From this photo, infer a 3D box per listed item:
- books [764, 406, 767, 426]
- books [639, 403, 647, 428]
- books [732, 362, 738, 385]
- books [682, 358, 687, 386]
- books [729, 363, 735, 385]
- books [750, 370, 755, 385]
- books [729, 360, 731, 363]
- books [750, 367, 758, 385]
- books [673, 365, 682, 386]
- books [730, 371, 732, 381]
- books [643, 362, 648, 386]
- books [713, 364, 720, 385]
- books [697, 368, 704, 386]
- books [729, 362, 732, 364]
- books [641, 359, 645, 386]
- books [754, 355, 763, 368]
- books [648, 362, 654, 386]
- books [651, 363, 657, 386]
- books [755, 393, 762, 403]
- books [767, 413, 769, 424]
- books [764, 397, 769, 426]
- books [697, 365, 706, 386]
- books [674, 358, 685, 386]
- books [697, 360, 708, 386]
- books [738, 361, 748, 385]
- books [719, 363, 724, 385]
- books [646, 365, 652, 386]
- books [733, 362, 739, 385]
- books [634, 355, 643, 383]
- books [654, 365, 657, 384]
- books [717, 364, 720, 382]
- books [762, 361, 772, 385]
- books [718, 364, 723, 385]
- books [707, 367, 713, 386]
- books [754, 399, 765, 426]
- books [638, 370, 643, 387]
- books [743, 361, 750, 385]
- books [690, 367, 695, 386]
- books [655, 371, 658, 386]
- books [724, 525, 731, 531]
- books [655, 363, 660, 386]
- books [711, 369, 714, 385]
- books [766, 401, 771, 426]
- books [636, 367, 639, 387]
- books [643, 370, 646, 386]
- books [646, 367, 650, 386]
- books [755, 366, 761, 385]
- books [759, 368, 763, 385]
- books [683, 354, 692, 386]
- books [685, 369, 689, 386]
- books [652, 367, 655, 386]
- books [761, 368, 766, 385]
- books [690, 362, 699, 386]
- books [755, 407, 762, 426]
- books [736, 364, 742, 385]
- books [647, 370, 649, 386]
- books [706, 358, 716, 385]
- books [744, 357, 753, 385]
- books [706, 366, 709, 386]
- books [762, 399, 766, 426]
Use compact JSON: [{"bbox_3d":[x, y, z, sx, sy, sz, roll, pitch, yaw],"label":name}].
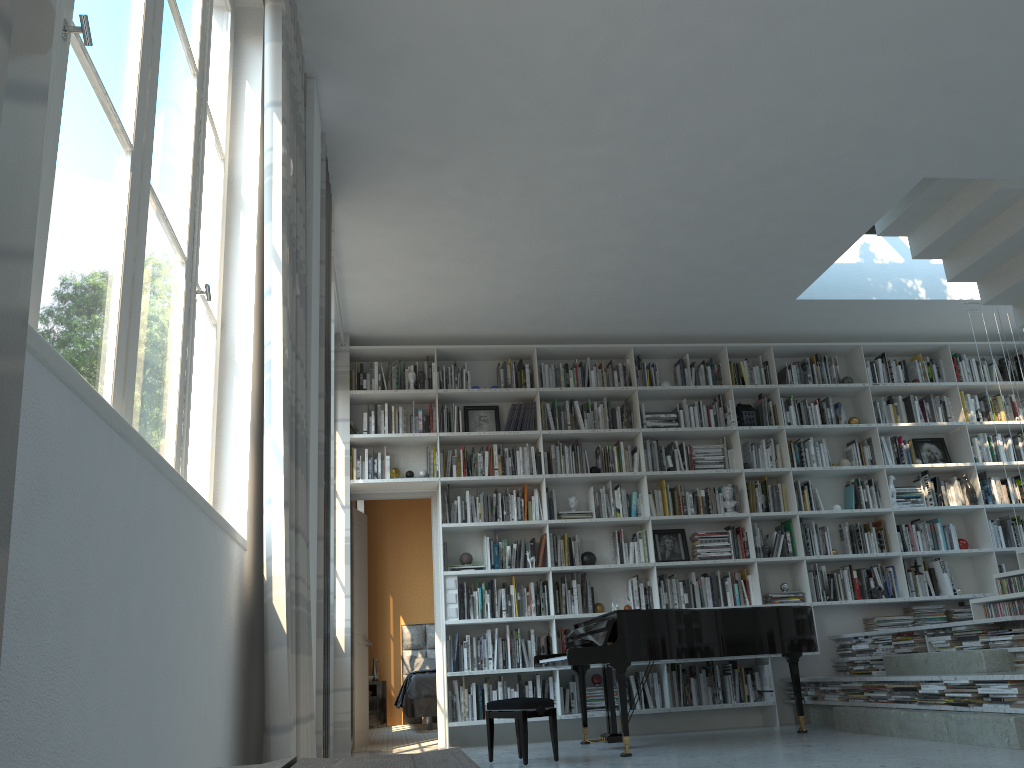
[{"bbox_3d":[2.183,0.319,7.752,0.024,0.216,0.169,-1,-18,-8],"label":"books"},{"bbox_3d":[1.106,0.312,7.583,0.021,0.248,0.192,-1,-18,-8],"label":"books"},{"bbox_3d":[1.946,-0.049,7.830,0.034,0.260,0.158,-1,-18,-8],"label":"books"},{"bbox_3d":[1.490,-0.058,7.776,0.011,0.295,0.158,-1,-18,-8],"label":"books"},{"bbox_3d":[1.916,-0.044,7.806,0.007,0.238,0.192,-1,-18,-8],"label":"books"},{"bbox_3d":[2.099,-0.014,7.833,0.022,0.179,0.173,-1,-18,-8],"label":"books"},{"bbox_3d":[1.924,-0.054,7.839,0.007,0.278,0.150,-1,-18,-8],"label":"books"},{"bbox_3d":[2.122,-0.025,7.841,0.024,0.201,0.181,-1,-18,-8],"label":"books"},{"bbox_3d":[1.455,-0.030,7.772,0.012,0.244,0.151,-1,-18,-8],"label":"books"},{"bbox_3d":[1.903,-0.013,7.821,0.015,0.192,0.160,-1,-18,-8],"label":"books"},{"bbox_3d":[1.148,-0.042,7.713,0.011,0.264,0.164,-1,-18,-8],"label":"books"},{"bbox_3d":[1.780,-0.037,7.809,0.028,0.243,0.161,-1,-18,-8],"label":"books"},{"bbox_3d":[1.632,-0.018,7.775,0.033,0.202,0.167,-1,-18,-8],"label":"books"},{"bbox_3d":[1.920,-0.049,7.824,0.006,0.259,0.166,-1,-18,-8],"label":"books"},{"bbox_3d":[1.124,-0.052,7.728,0.010,0.295,0.153,-1,-18,-8],"label":"books"},{"bbox_3d":[2.210,-0.078,7.898,0.012,0.328,0.129,-1,-18,-8],"label":"books"},{"bbox_3d":[1.201,-0.038,7.733,0.013,0.263,0.147,-1,-18,-8],"label":"books"},{"bbox_3d":[1.226,-0.036,7.729,0.005,0.254,0.168,-1,-18,-8],"label":"books"},{"bbox_3d":[2.174,0.261,7.770,0.025,0.338,0.143,-1,-18,-8],"label":"books"},{"bbox_3d":[2.207,0.321,7.753,0.013,0.210,0.140,-1,-18,-8],"label":"books"},{"bbox_3d":[2.194,0.278,7.744,0.021,0.287,0.180,-1,-18,-8],"label":"books"},{"bbox_3d":[1.658,-0.033,7.789,0.023,0.235,0.154,-1,-18,-8],"label":"books"},{"bbox_3d":[1.468,-0.058,7.765,0.014,0.291,0.176,-1,-18,-8],"label":"books"},{"bbox_3d":[1.676,-0.053,7.782,0.010,0.269,0.180,-1,-18,-8],"label":"books"},{"bbox_3d":[2.020,-0.049,7.833,0.054,0.254,0.191,-1,-18,-8],"label":"books"},{"bbox_3d":[1.831,-0.041,7.826,0.022,0.256,0.137,-1,-18,-8],"label":"books"},{"bbox_3d":[1.187,-0.028,7.735,0.014,0.247,0.140,-1,-18,-8],"label":"books"},{"bbox_3d":[1.966,-0.047,7.840,0.008,0.261,0.142,-1,-18,-8],"label":"books"},{"bbox_3d":[1.110,-0.071,7.739,0.014,0.339,0.145,-1,-18,-8],"label":"books"},{"bbox_3d":[1.232,-0.028,7.747,0.013,0.248,0.148,-1,-18,-8],"label":"books"},{"bbox_3d":[1.799,-0.034,7.822,0.014,0.243,0.145,-1,-18,-8],"label":"books"},{"bbox_3d":[2.237,-0.053,7.859,0.029,0.252,0.187,-1,-18,-8],"label":"books"},{"bbox_3d":[1.814,-0.034,7.814,0.014,0.238,0.153,-1,-18,-8],"label":"books"},{"bbox_3d":[1.707,-0.024,7.769,0.023,0.201,0.194,-1,-18,-8],"label":"books"},{"bbox_3d":[2.156,0.284,7.730,0.021,0.271,0.191,-1,-18,-8],"label":"books"},{"bbox_3d":[1.096,-0.006,7.701,0.026,0.194,0.167,-1,-18,-8],"label":"books"},{"bbox_3d":[2.058,-0.052,7.861,0.030,0.273,0.152,-1,-18,-8],"label":"books"},{"bbox_3d":[1.563,-0.020,7.768,0.050,0.210,0.173,-1,-18,-8],"label":"books"},{"bbox_3d":[1.247,-0.001,7.730,0.010,0.186,0.153,-1,-18,-8],"label":"books"},{"bbox_3d":[1.816,1.338,7.388,0.011,0.298,0.130,-1,-18,-8],"label":"books"},{"bbox_3d":[1.256,-0.036,7.736,0.011,0.255,0.144,-1,-18,-8],"label":"books"},{"bbox_3d":[1.747,-0.013,7.812,0.014,0.203,0.135,-1,-18,-8],"label":"books"},{"bbox_3d":[2.216,0.297,7.751,0.005,0.254,0.159,-1,-18,-8],"label":"books"},{"bbox_3d":[1.069,-0.017,7.715,0.023,0.227,0.157,-1,-18,-8],"label":"books"},{"bbox_3d":[1.135,-0.005,7.728,0.011,0.204,0.146,-1,-18,-8],"label":"books"},{"bbox_3d":[1.176,-0.017,7.743,0.006,0.232,0.136,-1,-18,-8],"label":"books"},{"bbox_3d":[2.149,-0.032,7.843,0.031,0.212,0.170,-1,-18,-8],"label":"books"},{"bbox_3d":[2.174,-0.021,7.864,0.025,0.203,0.163,-1,-18,-8],"label":"books"},{"bbox_3d":[1.531,-0.079,7.777,0.010,0.330,0.187,-1,-18,-8],"label":"books"},{"bbox_3d":[1.511,-0.013,7.777,0.031,0.208,0.147,-1,-18,-8],"label":"books"},{"bbox_3d":[1.216,-0.018,7.724,0.016,0.218,0.144,-1,-18,-8],"label":"books"},{"bbox_3d":[2.199,-0.019,7.859,0.022,0.193,0.182,-1,-18,-8],"label":"books"},{"bbox_3d":[1.597,-0.043,7.799,0.028,0.269,0.140,-1,-18,-8],"label":"books"},{"bbox_3d":[2.146,0.322,7.750,0.019,0.213,0.156,-1,-18,-8],"label":"books"},{"bbox_3d":[1.980,-0.040,7.821,0.015,0.233,0.171,-1,-18,-8],"label":"books"},{"bbox_3d":[1.165,-0.005,7.717,0.023,0.195,0.173,-1,-18,-8],"label":"books"},{"bbox_3d":[1.757,-0.065,7.823,0.012,0.307,0.138,-1,-18,-8],"label":"books"},{"bbox_3d":[2.080,-0.069,7.851,0.010,0.296,0.168,-1,-18,-8],"label":"books"},{"bbox_3d":[1.687,-0.025,7.785,0.012,0.216,0.180,-1,-18,-8],"label":"books"},{"bbox_3d":[2.170,0.288,7.744,0.022,0.271,0.182,-1,-18,-8],"label":"books"}]
